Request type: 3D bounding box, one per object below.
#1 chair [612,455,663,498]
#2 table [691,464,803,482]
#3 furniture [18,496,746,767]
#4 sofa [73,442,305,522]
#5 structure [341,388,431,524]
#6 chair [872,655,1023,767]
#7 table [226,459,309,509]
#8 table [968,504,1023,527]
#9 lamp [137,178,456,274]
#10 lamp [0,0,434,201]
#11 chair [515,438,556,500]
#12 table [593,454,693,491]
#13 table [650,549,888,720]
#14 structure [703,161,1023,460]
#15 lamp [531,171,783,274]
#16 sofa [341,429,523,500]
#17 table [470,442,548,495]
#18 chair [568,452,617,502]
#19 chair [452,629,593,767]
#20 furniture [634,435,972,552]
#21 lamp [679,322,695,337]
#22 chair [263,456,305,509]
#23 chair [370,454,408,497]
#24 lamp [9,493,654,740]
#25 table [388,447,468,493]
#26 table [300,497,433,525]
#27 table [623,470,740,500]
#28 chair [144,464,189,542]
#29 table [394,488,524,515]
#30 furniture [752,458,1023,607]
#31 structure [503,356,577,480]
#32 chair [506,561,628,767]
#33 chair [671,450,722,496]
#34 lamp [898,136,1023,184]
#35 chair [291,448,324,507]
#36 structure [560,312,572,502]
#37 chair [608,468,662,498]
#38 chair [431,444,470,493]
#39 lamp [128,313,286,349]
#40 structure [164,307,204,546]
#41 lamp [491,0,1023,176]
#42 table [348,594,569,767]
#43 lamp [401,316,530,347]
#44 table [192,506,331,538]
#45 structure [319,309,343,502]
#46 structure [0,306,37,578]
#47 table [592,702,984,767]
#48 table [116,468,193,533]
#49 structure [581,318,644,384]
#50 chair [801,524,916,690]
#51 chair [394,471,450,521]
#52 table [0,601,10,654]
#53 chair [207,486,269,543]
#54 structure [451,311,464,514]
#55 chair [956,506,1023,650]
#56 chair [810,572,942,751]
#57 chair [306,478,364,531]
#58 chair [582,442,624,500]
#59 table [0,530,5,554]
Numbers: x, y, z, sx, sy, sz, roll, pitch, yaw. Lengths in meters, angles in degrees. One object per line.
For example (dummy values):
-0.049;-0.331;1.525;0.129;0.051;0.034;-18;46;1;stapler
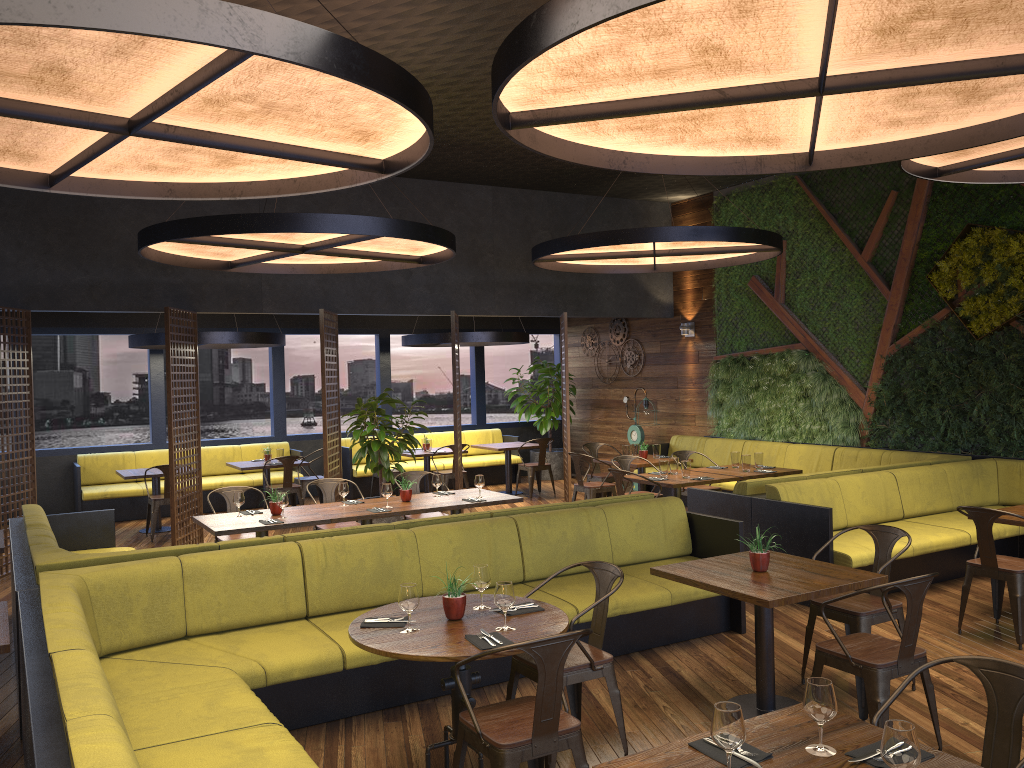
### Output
1.411;1.277;9.926;0.504;0.917;0.541;-2;1;-30;chair
2.555;1.328;9.800;0.887;0.763;0.906;-2;1;-30;table
-0.351;1.388;5.041;4.895;0.914;7.462;-2;1;-35;furniture
-4.617;1.400;12.849;3.061;0.914;0.966;-2;1;-30;sofa
-1.537;0.928;10.380;0.993;1.763;1.166;-1;1;30;structure
1.410;1.368;2.755;0.541;0.917;0.504;-2;1;-30;chair
-3.327;1.452;12.083;0.906;0.763;0.887;-2;1;-30;table
4.004;1.333;6.424;0.887;0.763;0.906;-2;1;-30;table
-1.920;-1.895;8.074;2.778;1.475;2.778;-2;1;-30;lamp
-1.772;-1.849;4.064;2.778;1.475;2.778;-2;1;-26;lamp
0.363;1.260;13.415;0.504;0.917;0.541;-2;1;-30;chair
1.661;1.333;11.234;0.887;0.763;0.906;-2;1;-30;table
1.411;1.419;4.918;0.887;0.763;0.906;-2;1;-30;table
5.181;-0.650;9.265;0.918;4.593;9.182;-2;1;-31;structure
1.596;-2.088;10.025;2.778;1.362;2.778;-1;1;24;lamp
-1.341;1.291;14.752;3.061;0.914;0.966;-2;1;-30;sofa
-0.042;1.342;13.987;0.887;0.763;0.906;-2;1;-30;table
0.980;1.276;10.861;0.541;0.917;0.504;-2;1;-30;chair
0.048;1.393;3.541;0.504;0.917;0.541;-2;1;-30;chair
2.289;1.251;10.383;3.378;0.916;4.755;-2;1;-30;furniture
2.655;-0.832;13.584;0.189;0.215;0.215;-2;1;-30;lamp
-2.951;1.370;11.490;0.504;0.917;0.541;-2;1;-30;chair
-1.836;1.322;13.002;0.541;0.917;0.504;-2;1;-30;chair
-3.456;0.556;6.024;9.057;2.714;3.017;-2;1;-30;lamp
-1.253;1.383;13.288;0.906;0.763;0.887;-2;1;-30;table
-1.277;1.453;7.749;0.906;0.763;0.887;-2;1;-30;table
1.749;1.355;9.332;0.887;0.763;0.906;-2;1;-30;table
-4.187;1.412;10.772;0.504;0.917;0.541;-2;1;-30;chair
-0.498;1.427;8.208;0.906;0.763;0.887;-2;1;-30;table
4.616;1.242;6.373;3.372;0.914;4.503;-2;1;-30;furniture
0.617;0.593;15.705;1.493;2.184;1.272;-2;1;-30;structure
0.280;1.376;4.392;0.541;0.917;0.504;-2;1;-30;chair
2.162;1.252;10.363;0.504;0.917;0.541;-2;1;-30;chair
4.059;-2.200;5.873;2.778;1.159;2.778;-2;1;-40;lamp
-2.770;1.354;12.389;0.541;0.917;0.504;-2;1;-30;chair
0.755;0.372;12.465;0.050;2.700;0.852;-1;1;0;structure
1.263;1.293;8.964;0.541;0.917;0.504;-2;1;-30;chair
-0.873;1.301;12.697;0.504;0.917;0.541;-2;1;-30;chair
-4.069;-1.583;11.824;1.979;2.172;1.979;-1;1;15;lamp
-3.653;0.519;9.905;0.050;2.700;0.852;-1;1;0;structure
1.286;-1.924;3.732;2.778;1.475;2.778;-1;1;19;lamp
-0.232;1.472;4.091;1.007;0.760;1.007;-1;1;7;table
-0.743;-1.696;13.756;1.979;2.172;1.979;-1;1;45;lamp
-2.060;1.479;7.294;0.906;0.763;0.887;-2;1;-30;table
-2.184;0.470;10.758;0.050;2.700;0.852;-1;1;0;structure
-5.123;0.568;9.051;0.050;2.700;0.852;-1;1;0;structure
0.853;1.466;2.400;0.906;0.763;0.887;-2;1;-30;table
-4.536;1.492;11.377;0.887;0.763;0.906;-2;1;-30;table
1.697;-0.591;15.360;0.058;1.178;1.791;-2;1;-30;structure
2.052;1.320;5.225;0.541;0.917;0.504;-2;1;-30;chair
-0.885;1.350;8.871;0.504;0.917;0.541;-2;1;-30;chair
-2.815;1.540;4.082;0.887;0.763;0.906;-2;1;-30;table
-2.447;1.402;7.964;0.504;0.917;0.541;-2;1;-30;chair
-0.714;0.421;11.612;0.050;2.700;0.852;-1;1;0;structure
3.371;1.274;6.078;0.541;0.917;0.504;-2;1;-30;chair
1.776;1.338;4.315;0.504;0.917;0.541;-2;1;-30;chair
-1.663;1.376;8.419;0.504;0.917;0.541;-2;1;-30;chair
1.234;1.257;11.872;0.504;0.917;0.541;-2;1;-30;chair
-4.175;1.546;6.414;0.887;0.763;0.906;-2;1;-30;table
